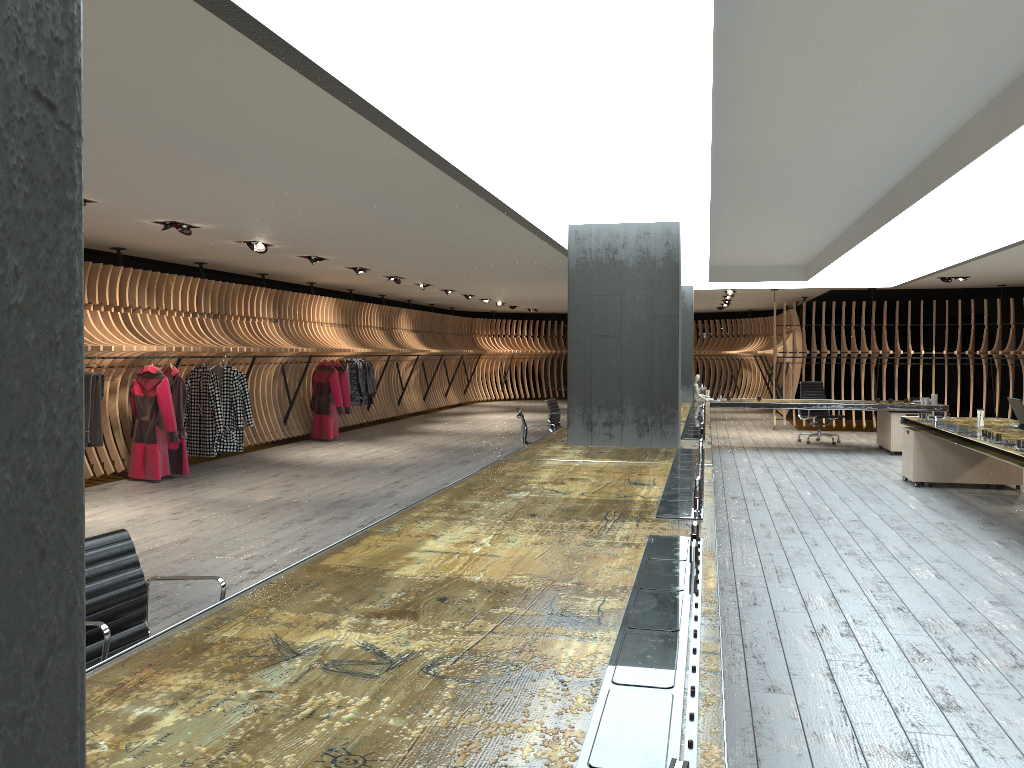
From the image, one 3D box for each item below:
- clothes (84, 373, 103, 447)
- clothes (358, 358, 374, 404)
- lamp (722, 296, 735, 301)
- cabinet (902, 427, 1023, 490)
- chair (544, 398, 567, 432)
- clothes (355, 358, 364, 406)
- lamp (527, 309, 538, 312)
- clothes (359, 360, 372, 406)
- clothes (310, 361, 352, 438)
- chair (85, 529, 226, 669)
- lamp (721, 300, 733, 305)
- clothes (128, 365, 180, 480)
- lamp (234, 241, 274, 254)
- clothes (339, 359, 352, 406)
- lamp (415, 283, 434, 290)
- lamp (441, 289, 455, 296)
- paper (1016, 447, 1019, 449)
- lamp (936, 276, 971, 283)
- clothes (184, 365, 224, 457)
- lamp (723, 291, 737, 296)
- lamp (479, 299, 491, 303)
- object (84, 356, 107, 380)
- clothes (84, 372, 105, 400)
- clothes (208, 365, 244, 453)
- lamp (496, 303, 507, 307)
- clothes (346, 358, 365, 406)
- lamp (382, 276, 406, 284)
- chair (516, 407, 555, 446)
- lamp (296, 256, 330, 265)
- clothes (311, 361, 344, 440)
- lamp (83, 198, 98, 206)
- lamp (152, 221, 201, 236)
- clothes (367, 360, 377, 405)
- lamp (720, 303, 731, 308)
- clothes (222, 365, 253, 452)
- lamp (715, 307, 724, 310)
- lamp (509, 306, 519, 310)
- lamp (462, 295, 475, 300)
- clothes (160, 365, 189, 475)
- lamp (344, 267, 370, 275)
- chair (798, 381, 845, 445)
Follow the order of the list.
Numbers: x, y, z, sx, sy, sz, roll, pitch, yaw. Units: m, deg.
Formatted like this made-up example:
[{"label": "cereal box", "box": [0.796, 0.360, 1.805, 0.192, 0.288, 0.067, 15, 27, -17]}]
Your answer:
[{"label": "clothes", "box": [-4.375, 0.269, 9.110, 0.278, 0.767, 0.263, 1, 1, 20]}, {"label": "clothes", "box": [-2.799, -0.049, 16.397, 0.530, 0.855, 0.234, 0, 1, 11]}, {"label": "lamp", "box": [4.859, -2.008, 19.906, 0.269, 0.288, 0.493, 1, 2, 12]}, {"label": "cabinet", "box": [5.118, 0.841, 10.112, 1.131, 0.630, 0.594, 1, 2, 12]}, {"label": "chair", "box": [0.786, 0.638, 12.181, 0.667, 0.859, 0.693, 0, 1, 9]}, {"label": "clothes", "box": [-2.856, -0.040, 16.100, 0.511, 0.854, 0.228, 1, 1, 33]}, {"label": "lamp", "box": [0.600, -2.243, 26.000, 0.493, 0.279, 0.269, -1, 2, -37]}, {"label": "clothes", "box": [-2.811, -0.021, 16.271, 0.585, 0.854, 0.211, 1, 2, 40]}, {"label": "clothes", "box": [-3.132, 0.263, 15.238, 0.840, 1.316, 0.318, 1, 1, 20]}, {"label": "chair", "box": [-1.207, 0.960, 2.892, 0.667, 0.859, 0.693, 0, 1, 9]}, {"label": "lamp", "box": [5.202, -2.058, 21.463, 0.269, 0.296, 0.493, 1, 2, 12]}, {"label": "clothes", "box": [-4.158, 0.434, 10.252, 0.840, 1.311, 0.321, 1, 1, 31]}, {"label": "lamp", "box": [-3.047, -1.701, 10.514, 0.269, 0.291, 0.493, 1, 2, 12]}, {"label": "clothes", "box": [-2.957, -0.011, 15.590, 0.166, 0.854, 0.746, 0, 2, -33]}, {"label": "lamp", "box": [-1.674, -1.912, 16.744, 0.269, 0.302, 0.493, 1, 2, 12]}, {"label": "lamp", "box": [-1.331, -1.968, 18.301, 0.269, 0.298, 0.493, 1, 2, 12]}, {"label": "paper", "box": [4.082, 0.506, 7.008, 0.176, 0.004, 0.130, 1, 2, 19]}, {"label": "lamp", "box": [7.370, -1.815, 14.793, 0.493, 0.293, 0.269, 1, 2, 19]}, {"label": "clothes", "box": [-3.922, 0.339, 11.279, 0.773, 1.160, 0.191, 1, 1, 33]}, {"label": "lamp", "box": [4.516, -1.956, 18.348, 0.269, 0.284, 0.493, 1, 2, 12]}, {"label": "lamp", "box": [-0.644, -2.078, 21.415, 0.269, 0.293, 0.493, 1, 2, 12]}, {"label": "object", "box": [-4.400, -0.168, 9.105, 0.549, 0.243, 0.023, 1, 1, 14]}, {"label": "clothes", "box": [-4.457, 0.255, 9.306, 0.336, 0.776, 0.255, 1, 1, 28]}, {"label": "clothes", "box": [-3.872, 0.329, 11.567, 0.773, 1.160, 0.191, 1, 1, 13]}, {"label": "lamp", "box": [-0.301, -2.133, 22.973, 0.269, 0.291, 0.493, 1, 2, 12]}, {"label": "clothes", "box": [-2.869, -0.034, 15.857, 0.501, 0.854, 0.245, 0, 1, -3]}, {"label": "lamp", "box": [-2.017, -1.862, 15.186, 0.269, 0.294, 0.493, 1, 2, 12]}, {"label": "chair", "box": [0.346, 0.709, 10.150, 0.667, 0.859, 0.693, 0, 1, -11]}, {"label": "lamp", "box": [-2.704, -1.754, 12.072, 0.269, 0.294, 0.493, 1, 2, 12]}, {"label": "clothes", "box": [-3.122, 0.268, 14.950, 0.840, 1.311, 0.321, 1, 2, 41]}, {"label": "lamp", "box": [-3.734, -1.591, 7.400, 0.269, 0.296, 0.493, 1, 2, 12]}, {"label": "lamp", "box": [-3.390, -1.651, 8.957, 0.269, 0.284, 0.493, 1, 2, 12]}, {"label": "clothes", "box": [-2.708, -0.036, 16.715, 0.181, 0.854, 0.682, -1, 2, -35]}, {"label": "lamp", "box": [5.546, -2.114, 23.020, 0.269, 0.292, 0.493, 1, 2, 12]}, {"label": "clothes", "box": [-3.811, 0.321, 11.783, 0.773, 1.160, 0.191, 0, 1, 3]}, {"label": "lamp", "box": [5.812, -2.168, 24.589, 0.269, 0.293, 0.493, 0, 2, -4]}, {"label": "lamp", "box": [0.042, -2.191, 24.530, 0.269, 0.283, 0.493, 1, 2, 12]}, {"label": "lamp", "box": [-0.988, -2.023, 19.858, 0.269, 0.295, 0.493, 1, 2, 12]}, {"label": "clothes", "box": [-4.097, 0.424, 10.534, 0.840, 1.311, 0.321, 1, 2, 41]}, {"label": "lamp", "box": [-2.361, -1.807, 13.629, 0.269, 0.295, 0.493, 1, 2, 12]}, {"label": "chair", "box": [5.175, 0.477, 14.832, 0.665, 1.022, 0.699, 0, 1, -7]}]
